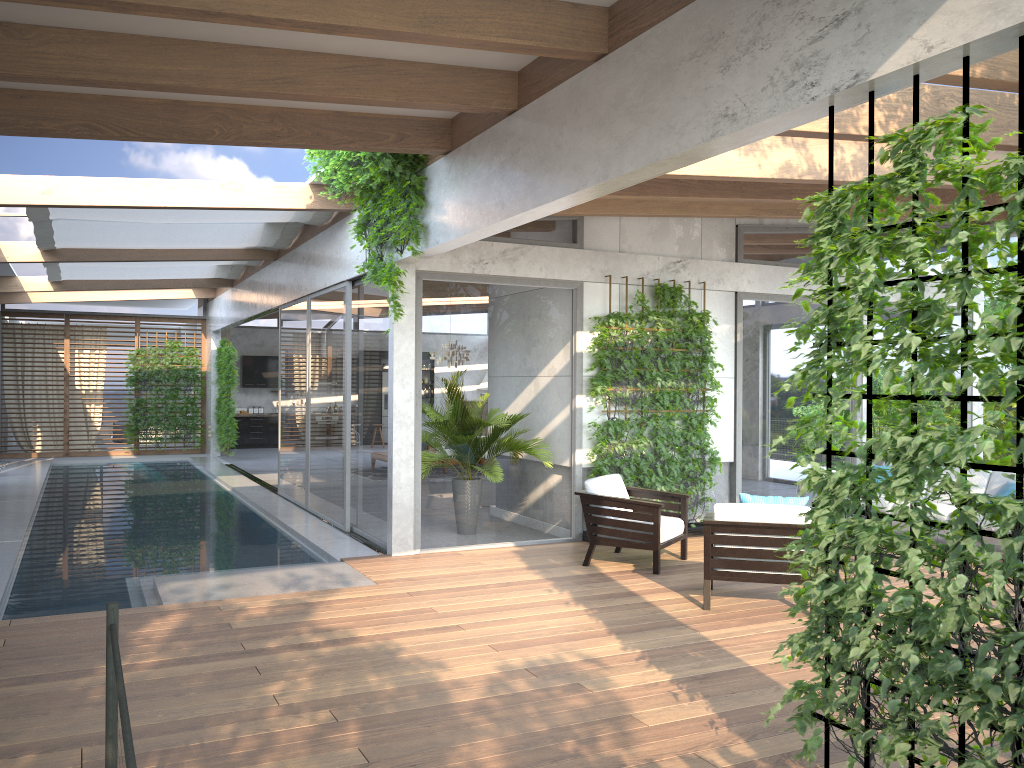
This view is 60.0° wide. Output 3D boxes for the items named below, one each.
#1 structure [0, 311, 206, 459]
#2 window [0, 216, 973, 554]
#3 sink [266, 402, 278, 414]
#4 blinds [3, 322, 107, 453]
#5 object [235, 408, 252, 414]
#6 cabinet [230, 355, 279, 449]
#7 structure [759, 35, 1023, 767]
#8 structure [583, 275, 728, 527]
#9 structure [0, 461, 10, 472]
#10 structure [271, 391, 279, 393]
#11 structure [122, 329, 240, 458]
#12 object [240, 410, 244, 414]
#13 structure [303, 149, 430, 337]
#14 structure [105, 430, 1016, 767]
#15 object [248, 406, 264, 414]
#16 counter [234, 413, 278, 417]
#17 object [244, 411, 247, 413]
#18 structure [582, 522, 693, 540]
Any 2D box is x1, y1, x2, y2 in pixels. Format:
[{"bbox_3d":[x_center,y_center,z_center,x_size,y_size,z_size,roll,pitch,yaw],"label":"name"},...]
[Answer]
[{"bbox_3d":[-8.976,0.034,19.437,4.313,3.079,0.085,0,0,-26],"label":"structure"},{"bbox_3d":[-1.904,-0.249,16.489,14.294,3.764,23.280,0,0,-26],"label":"window"},{"bbox_3d":[-5.892,0.719,22.392,0.526,0.514,0.514,0,0,-26],"label":"sink"},{"bbox_3d":[-9.940,0.114,19.360,2.087,2.898,0.692,0,0,-22],"label":"blinds"},{"bbox_3d":[-6.701,0.676,22.016,0.381,0.134,0.590,0,0,-38],"label":"object"},{"bbox_3d":[-4.780,0.358,22.956,5.901,2.502,0.709,0,0,-27],"label":"cabinet"},{"bbox_3d":[1.535,0.222,2.986,0.500,2.687,1.807,0,0,-25],"label":"structure"},{"bbox_3d":[1.539,0.222,9.345,1.851,2.669,0.500,0,0,-25],"label":"structure"},{"bbox_3d":[-7.259,1.572,11.551,0.477,0.068,13.673,0,0,-26],"label":"structure"},{"bbox_3d":[-5.703,0.200,22.763,0.932,0.046,0.081,0,0,-26],"label":"structure"},{"bbox_3d":[-6.530,0.178,15.259,2.739,2.687,10.282,0,0,-9],"label":"structure"},{"bbox_3d":[-6.650,0.684,21.845,0.086,0.087,0.090,0,0,41],"label":"object"},{"bbox_3d":[-1.307,-1.430,7.950,0.918,2.054,1.822,0,0,-29],"label":"structure"},{"bbox_3d":[5.316,1.347,10.449,15.587,3.022,31.708,0,0,15],"label":"structure"},{"bbox_3d":[-6.456,0.645,22.348,0.405,0.200,0.147,0,0,-24],"label":"object"},{"bbox_3d":[-5.712,0.781,22.478,3.805,0.061,0.607,0,0,-26],"label":"counter"},{"bbox_3d":[-6.588,0.698,21.900,0.083,0.057,0.072,0,0,40],"label":"object"},{"bbox_3d":[1.105,1.346,10.500,2.012,0.595,2.203,0,0,-26],"label":"structure"}]
